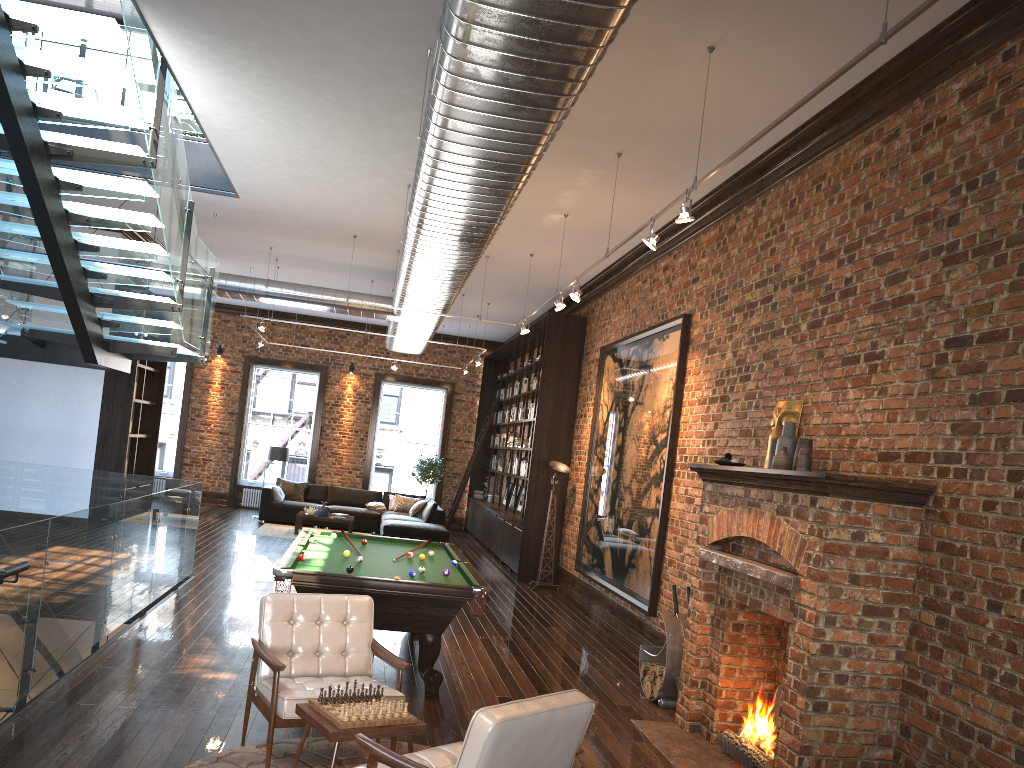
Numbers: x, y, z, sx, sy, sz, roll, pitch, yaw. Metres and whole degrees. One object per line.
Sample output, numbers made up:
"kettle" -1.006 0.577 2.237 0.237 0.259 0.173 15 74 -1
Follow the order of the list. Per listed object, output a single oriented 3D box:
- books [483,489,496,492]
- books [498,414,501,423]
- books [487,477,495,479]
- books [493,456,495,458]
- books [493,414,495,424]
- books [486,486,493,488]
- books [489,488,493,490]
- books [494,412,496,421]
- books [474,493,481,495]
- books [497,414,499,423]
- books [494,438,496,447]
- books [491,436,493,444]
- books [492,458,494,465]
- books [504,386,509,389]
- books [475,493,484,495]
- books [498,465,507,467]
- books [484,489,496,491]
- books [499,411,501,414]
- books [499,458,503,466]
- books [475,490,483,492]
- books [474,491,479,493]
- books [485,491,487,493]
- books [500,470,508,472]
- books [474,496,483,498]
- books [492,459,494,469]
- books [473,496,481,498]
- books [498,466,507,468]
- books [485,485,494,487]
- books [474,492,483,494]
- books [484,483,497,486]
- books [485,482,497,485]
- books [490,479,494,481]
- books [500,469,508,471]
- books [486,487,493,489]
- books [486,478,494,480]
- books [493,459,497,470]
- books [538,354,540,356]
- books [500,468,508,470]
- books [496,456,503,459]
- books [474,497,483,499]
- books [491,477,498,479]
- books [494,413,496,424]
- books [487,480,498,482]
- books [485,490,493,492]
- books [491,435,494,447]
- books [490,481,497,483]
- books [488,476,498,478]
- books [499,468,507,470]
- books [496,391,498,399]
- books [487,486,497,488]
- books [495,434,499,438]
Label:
"books" -0.505 2.428 20.197 0.246 0.008 0.308 8 -5 -12
"books" -0.197 0.789 19.602 0.191 0.229 0.034 7 0 -9
"books" -0.470 2.136 20.192 0.241 0.007 0.318 8 -5 -13
"books" -0.364 1.787 20.057 0.184 0.300 0.015 7 0 -9
"books" -0.339 0.805 20.389 0.176 0.295 0.017 7 0 -9
"books" -0.486 2.347 20.193 0.220 0.006 0.351 7 -5 -4
"books" -0.473 2.391 20.201 0.183 0.034 0.271 7 -5 -3
"books" -0.310 0.805 20.341 0.176 0.295 0.017 7 0 -9
"books" -0.786 2.506 20.209 0.154 0.015 0.194 7 -5 -8
"books" -0.228 0.796 19.842 0.192 0.249 0.013 7 0 -9
"books" -0.307 1.319 19.920 0.187 0.211 0.035 7 0 -9
"books" -0.388 1.325 20.397 0.187 0.261 0.014 7 0 -9
"books" -0.350 1.797 19.958 0.187 0.266 0.035 7 0 -9
"books" -0.112 0.229 19.533 0.168 0.337 0.016 7 0 -9
"books" -0.756 2.494 20.213 0.205 0.015 0.265 8 -5 -11
"books" -0.196 1.770 19.105 0.160 0.007 0.324 7 -5 -9
"books" -0.497 2.415 20.198 0.250 0.020 0.317 7 -5 -9
"books" -0.196 0.757 19.663 0.189 0.303 0.014 7 0 -9
"books" -0.224 1.748 19.290 0.129 0.282 0.030 7 0 -9
"books" -0.759 2.432 20.212 0.184 0.008 0.305 7 -5 -7
"books" -0.783 2.467 20.208 0.150 0.005 0.318 8 -5 -10
"books" -0.486 2.475 20.201 0.208 0.014 0.344 8 -5 -10
"books" -0.154 1.841 18.762 0.161 0.005 0.289 8 -5 -10
"books" -0.765 2.570 20.213 0.201 0.012 0.245 7 -5 -6
"books" -0.332 1.796 19.793 0.188 0.244 0.026 7 0 -9
"books" -0.761 2.582 20.214 0.211 0.011 0.272 8 -5 -12
"books" -0.210 1.789 19.103 0.160 0.007 0.327 8 -5 -13
"books" -0.484 2.322 20.193 0.239 0.015 0.249 7 -5 -7
"books" -0.764 2.479 20.212 0.186 0.013 0.272 7 -5 -7
"books" -0.486 2.285 20.192 0.261 0.028 0.316 7 -5 -9
"books" -0.482 2.262 20.192 0.241 0.019 0.228 8 -5 -14
"books" -0.448 2.186 20.196 0.184 0.030 0.265 7 -5 -3
"books" -0.159 1.819 18.760 0.160 0.005 0.326 8 -5 -12
"books" -0.473 2.369 20.201 0.208 0.009 0.344 7 -5 -8
"books" -0.470 2.165 20.192 0.251 0.006 0.271 8 -5 -10
"books" -0.296 1.780 19.487 0.212 0.233 0.019 7 0 -9
"books" 0.577 -0.505 15.674 0.189 0.017 0.276 7 -5 -7
"books" -0.147 1.798 18.758 0.161 0.005 0.289 7 -5 -9
"books" -0.294 1.755 19.609 0.165 0.304 0.013 7 0 -9
"books" -0.769 2.594 20.213 0.207 0.013 0.280 7 -5 -8
"books" -0.431 2.132 20.198 0.180 0.012 0.307 8 -5 -10
"books" -0.307 0.802 20.307 0.176 0.295 0.017 7 0 -9
"books" -0.457 2.205 20.195 0.208 0.009 0.344 8 -5 -11
"books" -0.493 2.443 20.199 0.211 0.019 0.342 7 -5 -4
"books" -0.364 1.313 20.290 0.189 0.272 0.013 7 0 -9
"books" -0.453 2.220 20.196 0.204 0.020 0.317 7 -5 -8
"books" -0.432 2.119 20.197 0.178 0.013 0.357 7 -5 -7
"books" -0.158 1.802 18.757 0.161 0.005 0.292 8 -5 -13
"books" -0.263 0.312 20.350 0.187 0.275 0.015 7 0 -9
"books" -0.472 2.338 20.195 0.210 0.015 0.307 8 -5 -11
"books" -0.292 1.279 19.947 0.179 0.299 0.015 7 0 -9
